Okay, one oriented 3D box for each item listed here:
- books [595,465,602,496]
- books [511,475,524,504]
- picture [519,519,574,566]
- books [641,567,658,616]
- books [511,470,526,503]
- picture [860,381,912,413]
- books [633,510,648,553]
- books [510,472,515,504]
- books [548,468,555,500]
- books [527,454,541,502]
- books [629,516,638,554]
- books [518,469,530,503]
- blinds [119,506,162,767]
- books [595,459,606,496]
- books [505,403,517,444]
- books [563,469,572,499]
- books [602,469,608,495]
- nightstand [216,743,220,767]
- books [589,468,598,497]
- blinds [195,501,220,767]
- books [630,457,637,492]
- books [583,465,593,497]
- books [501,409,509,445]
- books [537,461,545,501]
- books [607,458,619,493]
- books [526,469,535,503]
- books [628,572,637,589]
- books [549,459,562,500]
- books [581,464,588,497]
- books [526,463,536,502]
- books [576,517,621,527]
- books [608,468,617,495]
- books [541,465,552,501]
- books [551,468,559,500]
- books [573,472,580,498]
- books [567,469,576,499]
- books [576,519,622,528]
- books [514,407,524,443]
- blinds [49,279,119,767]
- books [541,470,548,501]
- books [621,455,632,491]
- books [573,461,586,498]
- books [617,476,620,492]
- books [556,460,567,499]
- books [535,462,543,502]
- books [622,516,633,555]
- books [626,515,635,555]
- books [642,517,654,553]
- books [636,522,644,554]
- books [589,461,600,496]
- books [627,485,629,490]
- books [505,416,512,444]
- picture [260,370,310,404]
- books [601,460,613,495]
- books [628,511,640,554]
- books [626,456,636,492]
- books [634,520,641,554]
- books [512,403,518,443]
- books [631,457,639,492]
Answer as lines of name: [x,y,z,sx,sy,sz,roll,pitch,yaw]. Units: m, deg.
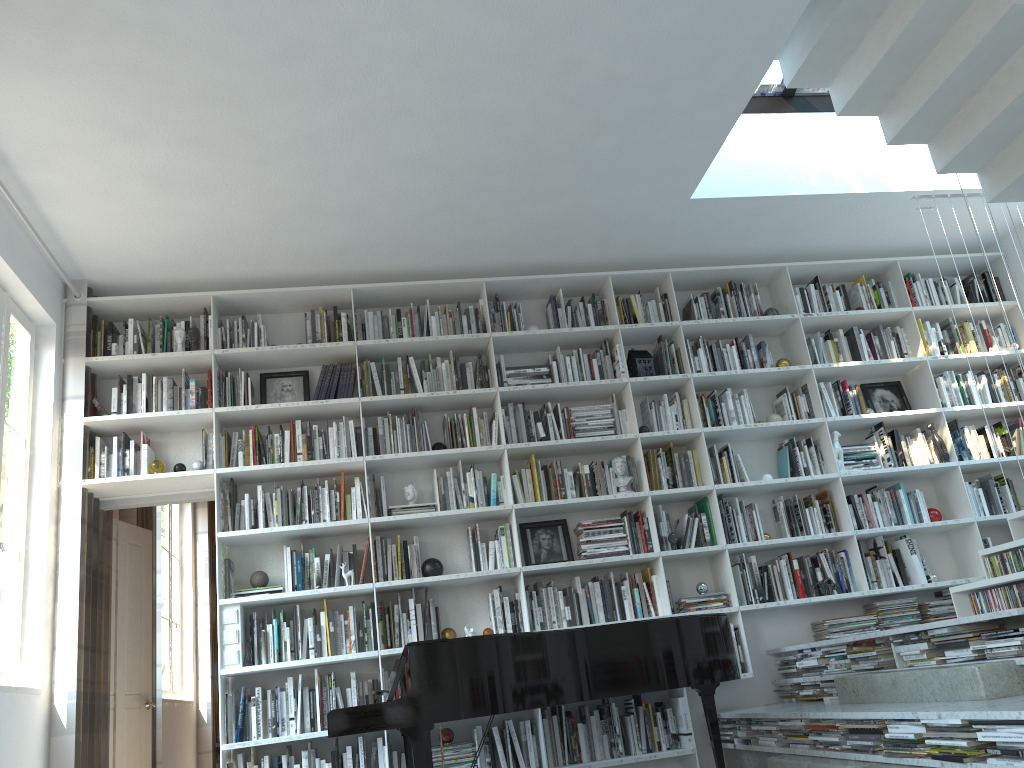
books: [0.521,0.639,5.566,0.025,0.229,0.143,-4,-19,-10]
books: [0.029,0.677,5.452,0.053,0.208,0.156,-4,-19,-10]
picture: [0.212,0.985,5.436,0.300,0.298,0.078,-4,-19,-10]
books: [0.832,1.274,5.376,0.011,0.299,0.150,-4,-19,-10]
books: [0.044,0.664,5.471,0.042,0.241,0.163,-4,-19,-10]
picture: [2.589,0.123,6.115,0.300,0.298,0.078,-4,-19,-10]
books: [0.788,0.936,5.477,0.011,0.278,0.186,-4,-19,-10]
books: [-0.008,0.675,5.474,0.011,0.234,0.142,-4,-19,-10]
books: [0.236,0.655,5.498,0.012,0.227,0.170,-4,-19,-10]
books: [0.135,0.612,5.474,0.014,0.316,0.188,-4,-19,-10]
books: [0.733,0.956,5.475,0.013,0.255,0.163,-4,-19,-10]
books: [0.076,0.662,5.487,0.026,0.247,0.139,-4,-19,-10]
blinds: [-2.604,1.434,6.196,0.140,3.219,0.779,-4,-19,-10]
books: [0.546,0.617,5.557,0.025,0.257,0.151,-4,-19,-10]
books: [-0.006,0.291,5.591,0.026,0.296,0.180,-4,-19,-10]
books: [0.330,0.654,5.513,0.024,0.215,0.176,-4,-19,-10]
books: [0.570,0.646,5.568,0.022,0.206,0.114,-4,-19,-10]
nightstand: [-2.868,3.714,8.476,0.650,0.516,0.432,-5,-19,-8]
books: [0.488,0.647,5.530,0.029,0.199,0.179,-4,-19,-10]
blinds: [-3.002,2.407,8.795,0.140,3.219,0.779,-4,-19,-10]
books: [0.750,0.606,5.607,0.014,0.260,0.137,-4,-19,-10]
books: [0.459,0.637,5.527,0.029,0.223,0.186,-4,-19,-10]
books: [-0.056,0.310,5.579,0.026,0.266,0.171,-4,-19,-10]
books: [0.171,0.632,5.488,0.010,0.280,0.171,-4,-19,-10]
books: [0.641,0.614,5.591,0.014,0.262,0.135,-4,-19,-10]
books: [0.104,0.661,5.485,0.029,0.239,0.156,-4,-19,-10]
books: [0.743,1.291,5.366,0.010,0.283,0.132,-4,-19,-10]
books: [0.269,0.626,5.514,0.013,0.282,0.177,-4,-19,-10]
books: [0.438,0.637,5.535,0.010,0.233,0.175,-4,-19,-10]
books: [0.119,0.644,5.507,0.010,0.283,0.137,-4,-19,-10]
books: [0.531,0.855,5.473,0.254,0.012,0.161,-5,-19,-6]
books: [0.622,0.641,5.569,0.035,0.200,0.150,-4,-19,-10]
books: [0.211,0.649,5.519,0.028,0.258,0.135,-4,-19,-10]
books: [0.252,0.652,5.510,0.025,0.235,0.137,-4,-19,-10]
books: [0.395,0.662,5.535,0.050,0.198,0.146,-4,-19,-10]
books: [0.356,0.653,5.519,0.030,0.214,0.169,-4,-19,-10]
books: [0.533,0.867,5.471,0.254,0.012,0.161,-3,-20,-13]
books: [0.036,0.300,5.586,0.025,0.265,0.186,-4,-19,-10]
blinds: [-2.436,1.023,5.099,0.140,3.219,0.779,-4,-19,-10]
books: [0.188,0.663,5.504,0.024,0.227,0.148,-4,-19,-10]
books: [0.716,0.601,5.608,0.025,0.278,0.108,-4,-19,-10]
books: [0.424,0.628,5.541,0.014,0.257,0.162,-4,-19,-10]
books: [0.658,0.638,5.579,0.012,0.205,0.146,-4,-19,-10]
books: [0.292,0.627,5.502,0.028,0.266,0.190,-4,-19,-10]
books: [0.152,0.635,5.468,0.015,0.265,0.190,-4,-19,-10]
books: [0.700,0.956,5.461,0.012,0.253,0.161,-4,-19,-10]
books: [0.712,0.951,5.462,0.011,0.260,0.185,-4,-19,-10]
books: [0.815,0.955,5.463,0.034,0.228,0.200,-4,-19,-10]
books: [0.774,0.973,5.480,0.021,0.216,0.132,-4,-19,-10]
books: [0.507,0.621,5.531,0.012,0.244,0.186,-4,-19,-10]
books: [0.694,0.609,5.591,0.025,0.258,0.131,-4,-19,-10]
books: [-0.030,0.331,5.592,0.027,0.227,0.148,-4,-19,-10]
picture: [-1.413,0.057,5.523,0.300,0.298,0.078,-4,-19,-10]
books: [0.590,0.617,5.575,0.024,0.258,0.127,-4,-19,-10]
books: [0.742,0.940,5.482,0.011,0.287,0.152,-4,-19,-10]
books: [0.738,0.600,5.594,0.014,0.265,0.154,-4,-19,-10]
books: [0.756,0.967,5.481,0.013,0.231,0.134,-4,-19,-10]
books: [0.010,0.289,5.615,0.014,0.312,0.134,-4,-19,-10]
books: [0.767,0.605,5.617,0.023,0.263,0.107,-4,-19,-10]
